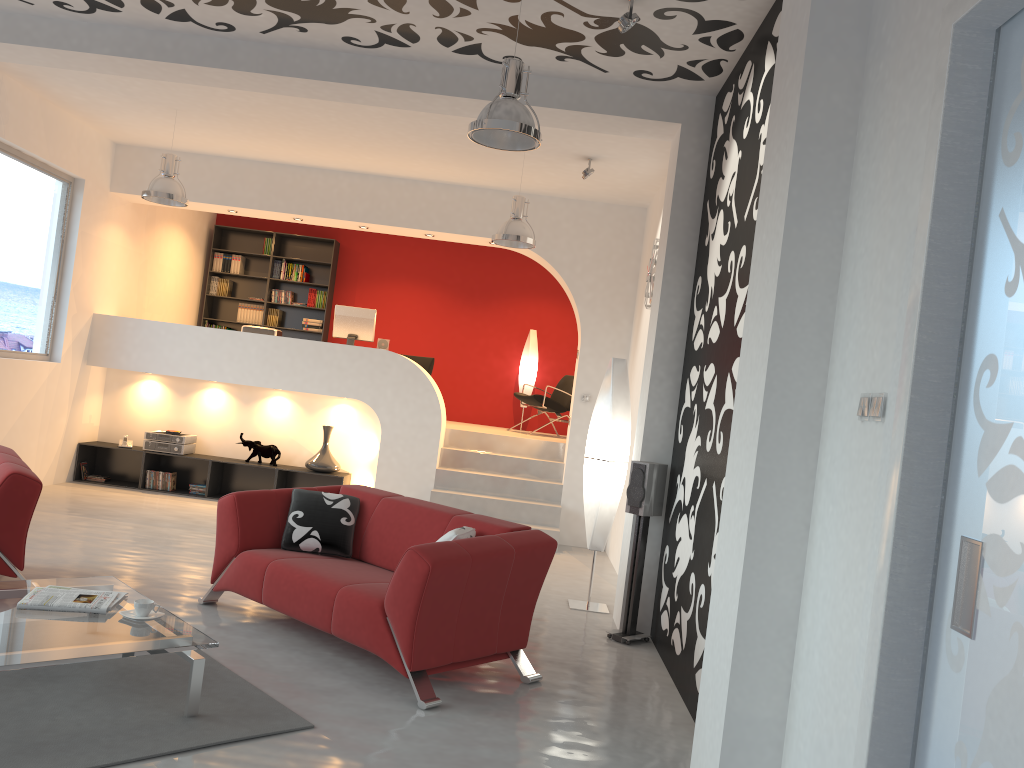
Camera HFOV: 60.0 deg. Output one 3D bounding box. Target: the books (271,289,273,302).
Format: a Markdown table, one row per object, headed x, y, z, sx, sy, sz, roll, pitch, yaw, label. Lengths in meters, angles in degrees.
| x | y | z | sx | sy | sz | roll | pitch | yaw | label |
| --- | --- | --- | --- | --- | --- | --- | --- | --- | --- |
| -3.228 | -1.184 | 11.992 | 0.031 | 0.190 | 0.135 | 7 | -1 | 1 | books |

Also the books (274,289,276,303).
| x | y | z | sx | sy | sz | roll | pitch | yaw | label |
| --- | --- | --- | --- | --- | --- | --- | --- | --- | --- |
| -3.184 | -1.179 | 11.991 | 0.031 | 0.190 | 0.135 | 7 | -1 | 1 | books |

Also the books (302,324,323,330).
| x | y | z | sx | sy | sz | roll | pitch | yaw | label |
| --- | --- | --- | --- | --- | --- | --- | --- | --- | --- |
| -2.672 | -0.761 | 11.938 | 0.260 | 0.040 | 0.200 | 7 | -1 | 1 | books |

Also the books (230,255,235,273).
| x | y | z | sx | sy | sz | roll | pitch | yaw | label |
| --- | --- | --- | --- | --- | --- | --- | --- | --- | --- |
| -3.745 | -1.603 | 11.989 | 0.040 | 0.260 | 0.200 | 7 | -1 | 1 | books |

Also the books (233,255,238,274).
| x | y | z | sx | sy | sz | roll | pitch | yaw | label |
| --- | --- | --- | --- | --- | --- | --- | --- | --- | --- |
| -3.705 | -1.598 | 11.989 | 0.040 | 0.260 | 0.200 | 7 | -1 | 1 | books |

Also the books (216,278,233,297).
| x | y | z | sx | sy | sz | roll | pitch | yaw | label |
| --- | --- | --- | --- | --- | --- | --- | --- | --- | --- |
| -3.885 | -1.292 | 11.997 | 0.146 | 0.240 | 0.170 | 7 | -1 | 1 | books |

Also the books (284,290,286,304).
| x | y | z | sx | sy | sz | roll | pitch | yaw | label |
| --- | --- | --- | --- | --- | --- | --- | --- | --- | --- |
| -3.050 | -1.162 | 11.988 | 0.031 | 0.190 | 0.135 | 7 | -1 | 1 | books |

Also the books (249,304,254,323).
| x | y | z | sx | sy | sz | roll | pitch | yaw | label |
| --- | --- | --- | --- | --- | --- | --- | --- | --- | --- |
| -3.492 | -0.935 | 11.972 | 0.040 | 0.260 | 0.200 | 7 | -1 | 1 | books |

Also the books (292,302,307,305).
| x | y | z | sx | sy | sz | roll | pitch | yaw | label |
| --- | --- | --- | --- | --- | --- | --- | --- | --- | --- |
| -2.860 | -1.080 | 11.984 | 0.190 | 0.015 | 0.135 | 7 | -1 | 6 | books |

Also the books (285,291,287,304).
| x | y | z | sx | sy | sz | roll | pitch | yaw | label |
| --- | --- | --- | --- | --- | --- | --- | --- | --- | --- |
| -3.035 | -1.160 | 11.988 | 0.031 | 0.190 | 0.135 | 7 | -1 | 1 | books |

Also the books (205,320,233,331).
| x | y | z | sx | sy | sz | roll | pitch | yaw | label |
| --- | --- | --- | --- | --- | --- | --- | --- | --- | --- |
| -3.958 | -0.687 | 11.964 | 0.341 | 0.286 | 0.231 | 7 | -1 | 1 | books |

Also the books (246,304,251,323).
| x | y | z | sx | sy | sz | roll | pitch | yaw | label |
| --- | --- | --- | --- | --- | --- | --- | --- | --- | --- |
| -3.533 | -0.940 | 11.973 | 0.040 | 0.260 | 0.200 | 7 | -1 | 1 | books |

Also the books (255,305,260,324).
| x | y | z | sx | sy | sz | roll | pitch | yaw | label |
| --- | --- | --- | --- | --- | --- | --- | --- | --- | --- |
| -3.411 | -0.924 | 11.970 | 0.040 | 0.260 | 0.200 | 7 | -1 | 1 | books |

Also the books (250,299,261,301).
| x | y | z | sx | sy | sz | roll | pitch | yaw | label |
| --- | --- | --- | --- | --- | --- | --- | --- | --- | --- |
| -3.446 | -1.123 | 11.995 | 0.190 | 0.015 | 0.135 | 7 | -1 | 1 | books |

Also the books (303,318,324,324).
| x | y | z | sx | sy | sz | roll | pitch | yaw | label |
| --- | --- | --- | --- | --- | --- | --- | --- | --- | --- |
| -2.656 | -0.840 | 11.930 | 0.260 | 0.040 | 0.200 | 7 | -1 | 1 | books |

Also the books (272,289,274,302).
| x | y | z | sx | sy | sz | roll | pitch | yaw | label |
| --- | --- | --- | --- | --- | --- | --- | --- | --- | --- |
| -3.214 | -1.182 | 11.992 | 0.031 | 0.190 | 0.135 | 7 | -1 | 1 | books |

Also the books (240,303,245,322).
| x | y | z | sx | sy | sz | roll | pitch | yaw | label |
| --- | --- | --- | --- | --- | --- | --- | --- | --- | --- |
| -3.613 | -0.950 | 11.974 | 0.040 | 0.260 | 0.200 | 7 | -1 | 1 | books |

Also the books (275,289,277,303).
| x | y | z | sx | sy | sz | roll | pitch | yaw | label |
| --- | --- | --- | --- | --- | --- | --- | --- | --- | --- |
| -3.169 | -1.177 | 11.991 | 0.031 | 0.190 | 0.135 | 7 | -1 | 1 | books |

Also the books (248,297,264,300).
| x | y | z | sx | sy | sz | roll | pitch | yaw | label |
| --- | --- | --- | --- | --- | --- | --- | --- | --- | --- |
| -3.453 | -1.154 | 11.995 | 0.190 | 0.015 | 0.135 | 7 | -1 | 1 | books |

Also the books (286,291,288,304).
| x | y | z | sx | sy | sz | roll | pitch | yaw | label |
| --- | --- | --- | --- | --- | --- | --- | --- | --- | --- |
| -3.020 | -1.158 | 11.988 | 0.031 | 0.190 | 0.135 | 7 | -1 | 1 | books |

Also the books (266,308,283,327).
| x | y | z | sx | sy | sz | roll | pitch | yaw | label |
| --- | --- | --- | --- | --- | --- | --- | --- | --- | --- |
| -3.207 | -0.889 | 11.977 | 0.146 | 0.240 | 0.170 | 7 | -1 | 1 | books |

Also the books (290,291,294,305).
| x | y | z | sx | sy | sz | roll | pitch | yaw | label |
| --- | --- | --- | --- | --- | --- | --- | --- | --- | --- |
| -2.975 | -1.153 | 11.987 | 0.031 | 0.190 | 0.135 | 7 | -1 | 1 | books |

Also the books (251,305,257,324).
| x | y | z | sx | sy | sz | roll | pitch | yaw | label |
| --- | --- | --- | --- | --- | --- | --- | --- | --- | --- |
| -3.452 | -0.929 | 11.971 | 0.040 | 0.260 | 0.200 | 7 | -1 | 1 | books |

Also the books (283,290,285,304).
| x | y | z | sx | sy | sz | roll | pitch | yaw | label |
| --- | --- | --- | --- | --- | --- | --- | --- | --- | --- |
| -3.065 | -1.164 | 11.989 | 0.031 | 0.190 | 0.135 | 7 | -1 | 1 | books |

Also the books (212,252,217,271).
| x | y | z | sx | sy | sz | roll | pitch | yaw | label |
| --- | --- | --- | --- | --- | --- | --- | --- | --- | --- |
| -3.986 | -1.634 | 11.994 | 0.040 | 0.260 | 0.200 | 7 | -1 | 1 | books |

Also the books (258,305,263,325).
| x | y | z | sx | sy | sz | roll | pitch | yaw | label |
| --- | --- | --- | --- | --- | --- | --- | --- | --- | --- |
| -3.371 | -0.919 | 11.969 | 0.040 | 0.260 | 0.200 | 7 | -1 | 1 | books |

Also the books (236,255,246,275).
| x | y | z | sx | sy | sz | roll | pitch | yaw | label |
| --- | --- | --- | --- | --- | --- | --- | --- | --- | --- |
| -3.664 | -1.593 | 11.988 | 0.040 | 0.260 | 0.200 | 7 | -1 | 1 | books |

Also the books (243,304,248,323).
| x | y | z | sx | sy | sz | roll | pitch | yaw | label |
| --- | --- | --- | --- | --- | --- | --- | --- | --- | --- |
| -3.573 | -0.945 | 11.973 | 0.040 | 0.260 | 0.200 | 7 | -1 | 1 | books |

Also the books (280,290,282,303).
| x | y | z | sx | sy | sz | roll | pitch | yaw | label |
| --- | --- | --- | --- | --- | --- | --- | --- | --- | --- |
| -3.109 | -1.169 | 11.990 | 0.031 | 0.190 | 0.135 | 7 | -1 | 1 | books |

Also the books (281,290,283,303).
| x | y | z | sx | sy | sz | roll | pitch | yaw | label |
| --- | --- | --- | --- | --- | --- | --- | --- | --- | --- |
| -3.094 | -1.167 | 11.989 | 0.031 | 0.190 | 0.135 | 7 | -1 | 1 | books |

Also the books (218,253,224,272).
| x | y | z | sx | sy | sz | roll | pitch | yaw | label |
| --- | --- | --- | --- | --- | --- | --- | --- | --- | --- |
| -3.906 | -1.624 | 11.993 | 0.040 | 0.260 | 0.200 | 7 | -1 | 1 | books |

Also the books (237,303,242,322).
| x | y | z | sx | sy | sz | roll | pitch | yaw | label |
| --- | --- | --- | --- | --- | --- | --- | --- | --- | --- |
| -3.653 | -0.955 | 11.975 | 0.040 | 0.260 | 0.200 | 7 | -1 | 1 | books |

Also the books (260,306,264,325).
| x | y | z | sx | sy | sz | roll | pitch | yaw | label |
| --- | --- | --- | --- | --- | --- | --- | --- | --- | --- |
| -3.331 | -0.914 | 11.969 | 0.040 | 0.260 | 0.200 | 7 | -1 | 1 | books |

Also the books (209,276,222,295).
| x | y | z | sx | sy | sz | roll | pitch | yaw | label |
| --- | --- | --- | --- | --- | --- | --- | --- | --- | --- |
| -4.004 | -1.315 | 12.000 | 0.090 | 0.256 | 0.181 | 7 | -1 | 1 | books |

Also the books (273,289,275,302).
| x | y | z | sx | sy | sz | roll | pitch | yaw | label |
| --- | --- | --- | --- | --- | --- | --- | --- | --- | --- |
| -3.199 | -1.181 | 11.991 | 0.031 | 0.190 | 0.135 | 7 | -1 | 1 | books |

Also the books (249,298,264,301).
| x | y | z | sx | sy | sz | roll | pitch | yaw | label |
| --- | --- | --- | --- | --- | --- | --- | --- | --- | --- |
| -3.436 | -1.137 | 11.995 | 0.190 | 0.015 | 0.135 | 7 | -1 | 1 | books |

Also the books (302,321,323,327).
| x | y | z | sx | sy | sz | roll | pitch | yaw | label |
| --- | --- | --- | --- | --- | --- | --- | --- | --- | --- |
| -2.671 | -0.802 | 11.938 | 0.260 | 0.040 | 0.200 | 7 | -1 | 1 | books |

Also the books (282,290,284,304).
| x | y | z | sx | sy | sz | roll | pitch | yaw | label |
| --- | --- | --- | --- | --- | --- | --- | --- | --- | --- |
| -3.080 | -1.166 | 11.989 | 0.031 | 0.190 | 0.135 | 7 | -1 | 1 | books |

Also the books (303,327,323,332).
| x | y | z | sx | sy | sz | roll | pitch | yaw | label |
| --- | --- | --- | --- | --- | --- | --- | --- | --- | --- |
| -2.658 | -0.719 | 11.941 | 0.260 | 0.040 | 0.200 | 7 | -1 | 3 | books |

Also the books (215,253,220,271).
| x | y | z | sx | sy | sz | roll | pitch | yaw | label |
| --- | --- | --- | --- | --- | --- | --- | --- | --- | --- |
| -3.946 | -1.629 | 11.993 | 0.040 | 0.260 | 0.200 | 7 | -1 | 1 | books |
